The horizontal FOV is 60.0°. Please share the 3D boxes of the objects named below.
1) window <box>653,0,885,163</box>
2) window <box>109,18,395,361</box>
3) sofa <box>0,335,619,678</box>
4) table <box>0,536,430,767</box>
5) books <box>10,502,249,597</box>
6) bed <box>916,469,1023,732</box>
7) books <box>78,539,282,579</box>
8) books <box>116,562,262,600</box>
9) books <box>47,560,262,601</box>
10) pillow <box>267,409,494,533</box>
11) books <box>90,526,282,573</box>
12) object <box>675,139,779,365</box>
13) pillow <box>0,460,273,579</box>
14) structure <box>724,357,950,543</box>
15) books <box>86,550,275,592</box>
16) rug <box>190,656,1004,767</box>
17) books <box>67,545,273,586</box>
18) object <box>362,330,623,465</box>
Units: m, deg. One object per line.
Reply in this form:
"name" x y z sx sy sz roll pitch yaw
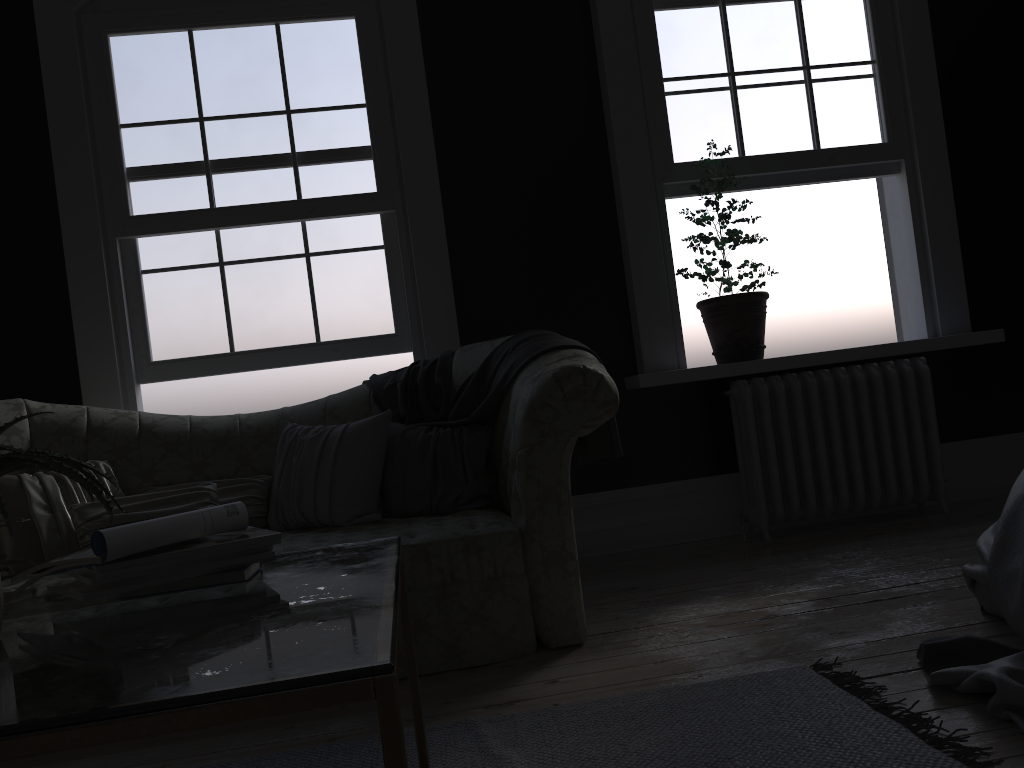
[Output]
"window" 1.394 -1.654 4.808 1.262 1.017 0.056 -7 -1 -7
"window" -1.296 -0.988 4.471 1.262 1.671 0.056 -7 -1 -7
"sofa" -1.045 0.503 3.587 2.812 1.160 1.607 -7 -1 -6
"table" -0.868 0.687 1.395 1.448 0.558 1.093 -7 -1 -7
"books" -0.709 0.307 1.669 0.273 0.109 0.322 -8 -2 28
"bed" 2.680 -0.124 1.836 3.281 1.298 2.768 -7 -2 -18
"books" -0.637 0.322 1.687 0.318 0.011 0.253 -6 -2 -35
"books" -0.610 0.368 1.694 0.231 0.023 0.163 -7 -2 -6
"books" -0.677 0.359 1.681 0.318 0.011 0.253 -6 -2 -40
"pillow" -0.543 0.329 3.603 0.964 0.461 0.405 -7 -1 1
"books" -0.630 0.310 1.687 0.318 0.011 0.253 -6 -2 -30
"object" 1.109 -0.675 4.601 0.475 1.133 0.505 -8 -1 33
"pillow" -1.523 0.472 3.460 1.105 0.416 0.529 -7 -1 -7
"structure" 1.684 0.338 4.579 1.141 0.848 0.276 -7 -1 -7
"books" -0.637 0.344 1.696 0.318 0.011 0.253 -7 -2 -25
"rug" -0.770 0.939 1.249 3.643 0.050 2.107 -7 -2 -6
"books" -0.654 0.335 1.692 0.318 0.011 0.253 -6 -2 -35
"object" -0.146 0.105 3.807 1.369 0.585 0.516 -9 -2 42
